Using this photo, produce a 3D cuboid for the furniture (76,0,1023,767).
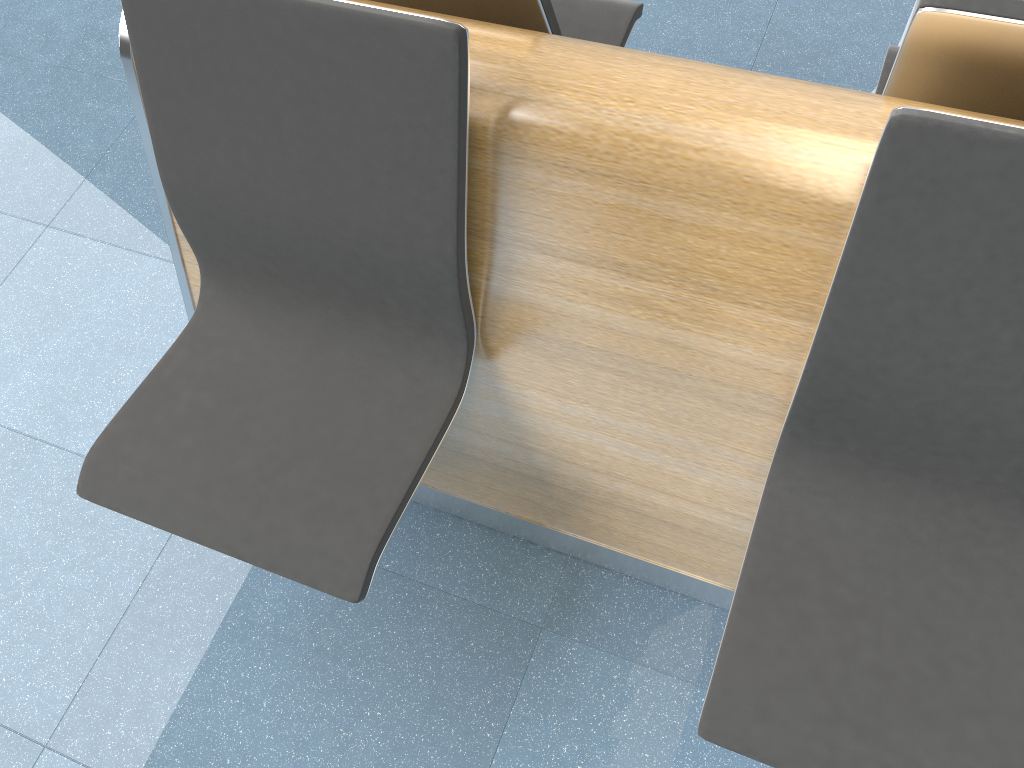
[{"bbox_3d":[0.541,-0.109,1.295,2.281,0.896,1.301,17,63,15],"label":"furniture"}]
